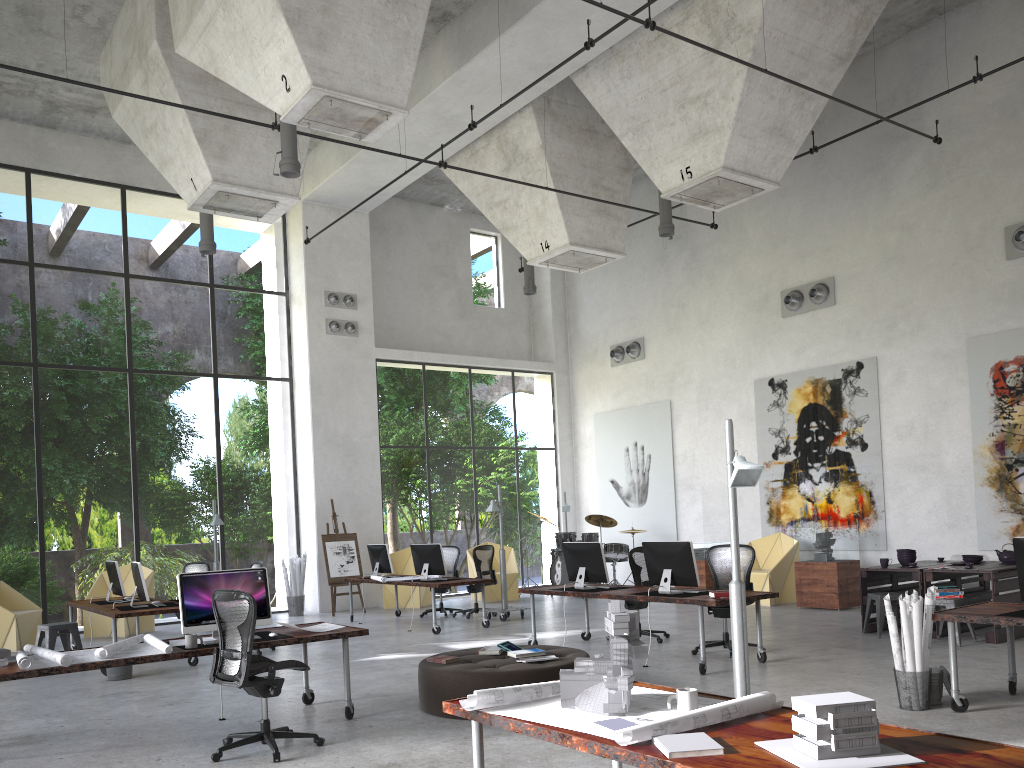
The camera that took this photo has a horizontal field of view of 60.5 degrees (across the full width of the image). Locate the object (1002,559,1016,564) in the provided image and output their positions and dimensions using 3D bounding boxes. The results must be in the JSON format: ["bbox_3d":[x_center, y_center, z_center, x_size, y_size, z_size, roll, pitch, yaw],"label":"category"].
[{"bbox_3d":[5.814,2.061,10.189,0.230,0.047,0.230,-8,-10,31],"label":"object"}]

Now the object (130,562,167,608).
[{"bbox_3d":[-4.513,2.468,10.852,0.377,0.550,0.722,-1,-6,-30],"label":"object"}]

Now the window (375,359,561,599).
[{"bbox_3d":[-0.793,2.052,18.792,4.561,4.871,0.020,1,-3,-36],"label":"window"}]

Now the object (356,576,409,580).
[{"bbox_3d":[-2.104,3.216,14.569,0.687,0.008,0.857,3,-11,-34],"label":"object"}]

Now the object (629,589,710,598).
[{"bbox_3d":[1.742,2.211,9.269,0.687,0.008,0.857,3,-11,-34],"label":"object"}]

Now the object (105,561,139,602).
[{"bbox_3d":[-5.330,2.682,11.981,0.377,0.550,0.721,0,-6,-34],"label":"object"}]

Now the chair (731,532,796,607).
[{"bbox_3d":[4.209,3.054,14.535,0.934,1.164,0.987,0,-5,-38],"label":"chair"}]

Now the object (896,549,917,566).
[{"bbox_3d":[4.810,2.111,10.702,0.214,0.213,0.195,1,-6,-35],"label":"object"}]

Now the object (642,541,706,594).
[{"bbox_3d":[1.726,1.929,9.273,0.377,0.550,0.721,0,-6,-34],"label":"object"}]

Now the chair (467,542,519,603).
[{"bbox_3d":[-0.356,3.726,17.478,0.978,1.164,0.943,-1,-4,-16],"label":"chair"}]

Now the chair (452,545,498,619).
[{"bbox_3d":[-0.626,3.285,14.669,0.794,1.180,0.774,-4,-3,18],"label":"chair"}]

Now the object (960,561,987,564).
[{"bbox_3d":[5.541,2.145,10.553,0.297,0.024,0.297,-8,-10,31],"label":"object"}]

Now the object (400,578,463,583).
[{"bbox_3d":[-1.192,2.978,13.313,0.689,0.008,0.856,6,-12,-44],"label":"object"}]

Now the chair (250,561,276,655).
[{"bbox_3d":[-3.489,2.915,11.420,0.775,1.179,0.793,-6,-5,43],"label":"chair"}]

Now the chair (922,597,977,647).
[{"bbox_3d":[4.772,2.590,9.624,0.437,0.487,0.423,1,-6,-41],"label":"chair"}]

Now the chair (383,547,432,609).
[{"bbox_3d":[-2.002,3.723,16.957,0.981,1.164,0.940,-4,-4,13],"label":"chair"}]

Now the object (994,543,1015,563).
[{"bbox_3d":[5.895,2.013,10.446,0.212,0.231,0.220,1,-6,-38],"label":"object"}]

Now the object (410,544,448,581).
[{"bbox_3d":[-1.208,2.695,13.316,0.377,0.550,0.720,1,-7,-44],"label":"object"}]

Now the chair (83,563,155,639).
[{"bbox_3d":[-6.451,3.542,14.444,0.980,1.164,0.940,-3,-4,9],"label":"chair"}]

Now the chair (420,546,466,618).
[{"bbox_3d":[-1.194,3.373,15.057,0.770,1.179,0.798,-3,-3,3],"label":"chair"}]

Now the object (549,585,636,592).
[{"bbox_3d":[0.939,2.421,10.376,0.687,0.008,0.857,3,-11,-34],"label":"object"}]

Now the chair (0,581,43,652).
[{"bbox_3d":[-7.653,3.388,13.093,0.934,1.164,0.988,-3,-4,-1],"label":"chair"}]

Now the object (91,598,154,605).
[{"bbox_3d":[-5.313,2.964,11.976,0.687,0.008,0.857,3,-11,-34],"label":"object"}]

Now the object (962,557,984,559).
[{"bbox_3d":[5.538,2.109,10.551,0.229,0.062,0.230,4,-11,-40],"label":"object"}]

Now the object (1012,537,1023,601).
[{"bbox_3d":[3.970,1.342,6.181,0.377,0.550,0.721,0,-6,-34],"label":"object"}]

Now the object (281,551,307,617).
[{"bbox_3d":[-3.995,3.697,16.213,0.442,1.204,0.412,-4,-2,32],"label":"object"}]

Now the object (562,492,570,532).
[{"bbox_3d":[1.209,3.450,19.366,0.579,2.144,0.598,-3,-2,-1],"label":"object"}]

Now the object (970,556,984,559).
[{"bbox_3d":[5.540,2.096,10.555,0.228,0.062,0.231,4,-11,-40],"label":"object"}]

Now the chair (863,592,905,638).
[{"bbox_3d":[4.438,2.725,10.391,0.420,0.487,0.441,-3,-4,-1],"label":"chair"}]

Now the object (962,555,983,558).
[{"bbox_3d":[5.533,2.085,10.558,0.229,0.057,0.231,3,-10,-36],"label":"object"}]

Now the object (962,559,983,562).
[{"bbox_3d":[5.538,2.124,10.553,0.229,0.047,0.231,-5,-9,13],"label":"object"}]

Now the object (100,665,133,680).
[{"bbox_3d":[-4.437,3.163,9.882,0.295,0.297,0.401,2,-7,-43],"label":"object"}]

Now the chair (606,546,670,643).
[{"bbox_3d":[1.535,2.602,10.929,0.797,1.180,0.771,-5,-4,38],"label":"chair"}]

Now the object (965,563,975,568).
[{"bbox_3d":[5.145,2.045,9.892,0.138,0.056,0.117,-7,-9,29],"label":"object"}]

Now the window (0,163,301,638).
[{"bbox_3d":[-6.684,0.390,15.471,5.958,7.817,0.067,0,-2,-36],"label":"window"}]

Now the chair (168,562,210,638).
[{"bbox_3d":[-4.635,3.144,12.542,0.772,1.179,0.796,-4,-4,18],"label":"chair"}]

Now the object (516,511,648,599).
[{"bbox_3d":[1.501,3.403,17.851,2.991,1.734,1.885,-8,-7,38],"label":"object"}]

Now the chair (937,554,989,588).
[{"bbox_3d":[6.034,2.695,11.690,0.698,0.815,0.774,-6,-6,39],"label":"chair"}]

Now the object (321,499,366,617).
[{"bbox_3d":[-3.177,3.177,16.207,0.693,2.135,0.688,-2,-2,-35],"label":"object"}]

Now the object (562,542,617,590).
[{"bbox_3d":[0.922,2.139,10.380,0.377,0.550,0.721,0,-6,-34],"label":"object"}]

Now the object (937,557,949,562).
[{"bbox_3d":[5.439,2.222,11.120,0.137,0.056,0.118,0,-8,-20],"label":"object"}]

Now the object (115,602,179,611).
[{"bbox_3d":[-4.497,2.750,10.847,0.687,0.008,0.858,2,-10,-29],"label":"object"}]

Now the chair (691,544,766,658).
[{"bbox_3d":[2.380,2.373,9.713,0.773,1.179,0.795,-4,-4,23],"label":"chair"}]

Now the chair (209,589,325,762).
[{"bbox_3d":[-1.828,2.049,6.351,0.773,1.179,0.795,-4,-4,28],"label":"chair"}]

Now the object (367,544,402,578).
[{"bbox_3d":[-2.120,2.934,14.573,0.377,0.550,0.721,0,-6,-34],"label":"object"}]

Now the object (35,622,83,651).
[{"bbox_3d":[-5.745,3.303,11.122,0.459,0.529,0.476,-6,-6,39],"label":"object"}]

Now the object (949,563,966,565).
[{"bbox_3d":[5.309,2.133,10.404,0.234,0.019,0.236,5,-12,-40],"label":"object"}]

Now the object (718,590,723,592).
[{"bbox_3d":[2.080,2.032,8.624,0.149,0.011,0.011,-6,-6,23],"label":"object"}]
